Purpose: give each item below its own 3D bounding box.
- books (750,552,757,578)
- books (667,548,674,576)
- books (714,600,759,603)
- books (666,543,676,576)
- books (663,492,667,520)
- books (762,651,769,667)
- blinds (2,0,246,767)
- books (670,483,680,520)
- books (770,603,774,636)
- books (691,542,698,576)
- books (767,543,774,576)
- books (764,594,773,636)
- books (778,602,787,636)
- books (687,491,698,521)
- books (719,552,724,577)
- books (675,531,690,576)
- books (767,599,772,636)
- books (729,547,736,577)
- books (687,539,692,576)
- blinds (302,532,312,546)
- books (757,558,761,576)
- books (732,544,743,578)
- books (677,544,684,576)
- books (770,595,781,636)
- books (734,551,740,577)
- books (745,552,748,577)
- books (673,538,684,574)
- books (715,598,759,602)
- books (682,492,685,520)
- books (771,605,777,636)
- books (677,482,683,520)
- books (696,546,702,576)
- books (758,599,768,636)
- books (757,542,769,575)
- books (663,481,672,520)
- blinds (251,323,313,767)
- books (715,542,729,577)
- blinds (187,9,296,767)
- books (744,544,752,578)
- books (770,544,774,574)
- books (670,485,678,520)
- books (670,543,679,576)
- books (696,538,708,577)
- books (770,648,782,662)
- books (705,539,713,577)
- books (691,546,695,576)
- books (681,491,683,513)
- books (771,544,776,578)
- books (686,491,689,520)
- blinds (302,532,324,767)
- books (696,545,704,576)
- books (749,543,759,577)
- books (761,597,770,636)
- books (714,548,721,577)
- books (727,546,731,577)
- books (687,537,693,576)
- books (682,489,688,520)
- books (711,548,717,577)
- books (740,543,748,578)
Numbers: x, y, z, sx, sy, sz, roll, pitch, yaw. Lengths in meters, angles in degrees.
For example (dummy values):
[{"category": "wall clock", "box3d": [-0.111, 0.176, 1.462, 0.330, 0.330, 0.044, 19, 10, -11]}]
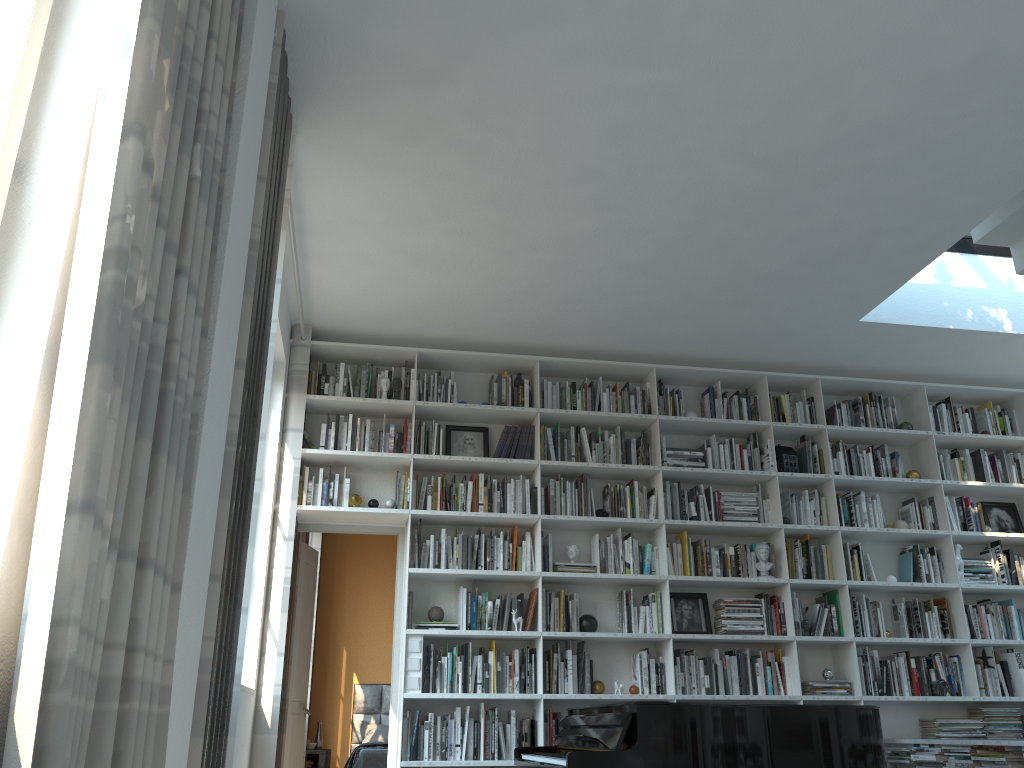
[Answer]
[{"category": "books", "box3d": [1.635, 1.267, 6.090, 0.035, 0.200, 0.150, 3, -21, -9]}, {"category": "books", "box3d": [1.041, 1.222, 5.983, 0.053, 0.208, 0.157, 3, -21, -9]}, {"category": "books", "box3d": [1.516, 1.476, 5.987, 0.254, 0.012, 0.161, 5, -22, -12]}, {"category": "books", "box3d": [1.057, 1.211, 6.003, 0.042, 0.241, 0.163, 3, -21, -9]}, {"category": "books", "box3d": [1.028, 0.877, 6.136, 0.027, 0.227, 0.148, 3, -21, -9]}, {"category": "books", "box3d": [1.668, 1.918, 5.863, 0.010, 0.283, 0.132, 3, -21, -9]}, {"category": "blinds", "box3d": [-0.745, -0.268, 1.874, 0.183, 3.247, 1.030, 4, -21, -10]}, {"category": "books", "box3d": [1.121, 0.849, 6.156, 0.029, 0.294, 0.151, 3, -21, -9]}, {"category": "books", "box3d": [1.725, 1.604, 5.989, 0.013, 0.231, 0.135, 3, -21, -9]}, {"category": "books", "box3d": [1.225, 1.220, 6.048, 0.028, 0.258, 0.135, 3, -21, -9]}, {"category": "books", "box3d": [1.755, 1.242, 6.115, 0.014, 0.265, 0.154, 3, -21, -9]}, {"category": "books", "box3d": [1.714, 1.575, 5.991, 0.011, 0.287, 0.152, 3, -21, -9]}, {"category": "books", "box3d": [1.784, 1.598, 5.970, 0.034, 0.228, 0.200, 3, -21, -9]}, {"category": "books", "box3d": [1.230, 0.878, 6.151, 0.066, 0.235, 0.154, 3, -21, -9]}, {"category": "books", "box3d": [1.407, 1.256, 6.060, 0.050, 0.198, 0.146, 3, -21, -9]}, {"category": "books", "box3d": [1.154, 1.172, 6.006, 0.014, 0.316, 0.188, 3, -21, -9]}, {"category": "books", "box3d": [1.703, 1.589, 5.984, 0.013, 0.255, 0.163, 3, -21, -9]}, {"category": "books", "box3d": [1.473, 1.240, 6.052, 0.029, 0.223, 0.186, 3, -21, -9]}, {"category": "books", "box3d": [1.168, 1.196, 5.998, 0.015, 0.265, 0.190, 3, -21, -9]}, {"category": "blinds", "box3d": [-1.656, 1.662, 6.752, 0.140, 3.217, 0.779, 3, -21, -9]}, {"category": "books", "box3d": [1.671, 1.268, 6.100, 0.012, 0.205, 0.146, 3, -21, -9]}, {"category": "books", "box3d": [1.523, 1.230, 6.056, 0.012, 0.244, 0.186, 3, -21, -9]}, {"category": "books", "box3d": [1.117, 1.217, 6.015, 0.029, 0.239, 0.156, 3, -21, -9]}, {"category": "books", "box3d": [1.760, 1.577, 5.985, 0.011, 0.278, 0.186, 3, -21, -9]}, {"category": "books", "box3d": [1.501, 1.253, 6.054, 0.029, 0.199, 0.179, 3, -21, -9]}, {"category": "books", "box3d": [1.583, 1.264, 6.091, 0.022, 0.206, 0.114, 3, -21, -9]}, {"category": "books", "box3d": [1.135, 1.203, 6.038, 0.010, 0.282, 0.137, 3, -21, -9]}, {"category": "books", "box3d": [1.516, 1.463, 5.989, 0.254, 0.012, 0.161, 2, -21, -5]}, {"category": "books", "box3d": [1.164, 0.879, 6.148, 0.014, 0.232, 0.147, 3, -21, -9]}, {"category": "books", "box3d": [1.742, 1.611, 5.988, 0.021, 0.216, 0.132, 3, -21, -9]}, {"category": "books", "box3d": [1.142, 0.845, 6.153, 0.011, 0.299, 0.180, 3, -21, -9]}, {"category": "books", "box3d": [1.249, 1.228, 6.027, 0.012, 0.227, 0.170, 3, -21, -9]}, {"category": "books", "box3d": [1.670, 1.585, 5.971, 0.012, 0.253, 0.161, 3, -21, -9]}, {"category": "books", "box3d": [1.733, 1.241, 6.129, 0.025, 0.278, 0.108, 3, -21, -9]}, {"category": "books", "box3d": [1.057, 0.840, 6.136, 0.026, 0.296, 0.180, 3, -21, -9]}, {"category": "blinds", "box3d": [-1.454, 1.237, 5.666, 0.140, 3.217, 0.779, 3, -21, -9]}, {"category": "books", "box3d": [1.440, 1.227, 6.067, 0.014, 0.257, 0.162, 3, -21, -9]}, {"category": "blinds", "box3d": [-0.977, 0.230, 3.093, 0.140, 3.217, 0.779, 3, -21, -9]}, {"category": "books", "box3d": [1.606, 1.239, 6.098, 0.024, 0.258, 0.127, 3, -21, -9]}, {"category": "books", "box3d": [1.767, 1.249, 6.127, 0.014, 0.260, 0.137, 3, -21, -9]}, {"category": "books", "box3d": [1.098, 0.855, 6.131, 0.025, 0.265, 0.186, 3, -21, -9]}, {"category": "books", "box3d": [1.089, 1.214, 6.018, 0.026, 0.247, 0.139, 3, -21, -9]}, {"category": "books", "box3d": [1.286, 1.205, 6.043, 0.013, 0.282, 0.177, 3, -21, -9]}, {"category": "books", "box3d": [1.759, 1.913, 5.873, 0.011, 0.299, 0.150, 3, -21, -9]}, {"category": "books", "box3d": [1.308, 1.208, 6.030, 0.028, 0.266, 0.190, 3, -21, -9]}, {"category": "books", "box3d": [1.201, 1.230, 6.033, 0.024, 0.227, 0.148, 3, -21, -9]}, {"category": "books", "box3d": [1.152, 0.869, 6.149, 0.011, 0.251, 0.153, 3, -21, -9]}, {"category": "books", "box3d": [1.784, 1.251, 6.137, 0.023, 0.263, 0.107, 3, -21, -9]}, {"category": "books", "box3d": [1.191, 0.876, 6.151, 0.011, 0.238, 0.148, 3, -21, -9]}, {"category": "blinds", "box3d": [-2.134, 2.669, 9.325, 0.140, 3.217, 0.779, 3, -21, -9]}, {"category": "books", "box3d": [1.266, 1.228, 6.038, 0.025, 0.235, 0.137, 3, -21, -9]}, {"category": "books", "box3d": [1.658, 1.243, 6.113, 0.014, 0.262, 0.135, 3, -21, -9]}, {"category": "books", "box3d": [1.682, 1.581, 5.971, 0.011, 0.259, 0.185, 3, -21, -9]}, {"category": "books", "box3d": [1.369, 1.242, 6.045, 0.030, 0.214, 0.169, 3, -21, -9]}, {"category": "books", "box3d": [1.452, 1.238, 6.061, 0.010, 0.233, 0.175, 3, -21, -9]}, {"category": "books", "box3d": [1.188, 1.196, 6.018, 0.010, 0.279, 0.171, 3, -21, -9]}, {"category": "books", "box3d": [1.179, 0.870, 6.149, 0.014, 0.249, 0.173, 3, -21, -9]}, {"category": "books", "box3d": [1.342, 1.239, 6.040, 0.024, 0.215, 0.176, 3, -21, -9]}, {"category": "books", "box3d": [1.563, 1.233, 6.081, 0.025, 0.257, 0.151, 3, -21, -9]}]
